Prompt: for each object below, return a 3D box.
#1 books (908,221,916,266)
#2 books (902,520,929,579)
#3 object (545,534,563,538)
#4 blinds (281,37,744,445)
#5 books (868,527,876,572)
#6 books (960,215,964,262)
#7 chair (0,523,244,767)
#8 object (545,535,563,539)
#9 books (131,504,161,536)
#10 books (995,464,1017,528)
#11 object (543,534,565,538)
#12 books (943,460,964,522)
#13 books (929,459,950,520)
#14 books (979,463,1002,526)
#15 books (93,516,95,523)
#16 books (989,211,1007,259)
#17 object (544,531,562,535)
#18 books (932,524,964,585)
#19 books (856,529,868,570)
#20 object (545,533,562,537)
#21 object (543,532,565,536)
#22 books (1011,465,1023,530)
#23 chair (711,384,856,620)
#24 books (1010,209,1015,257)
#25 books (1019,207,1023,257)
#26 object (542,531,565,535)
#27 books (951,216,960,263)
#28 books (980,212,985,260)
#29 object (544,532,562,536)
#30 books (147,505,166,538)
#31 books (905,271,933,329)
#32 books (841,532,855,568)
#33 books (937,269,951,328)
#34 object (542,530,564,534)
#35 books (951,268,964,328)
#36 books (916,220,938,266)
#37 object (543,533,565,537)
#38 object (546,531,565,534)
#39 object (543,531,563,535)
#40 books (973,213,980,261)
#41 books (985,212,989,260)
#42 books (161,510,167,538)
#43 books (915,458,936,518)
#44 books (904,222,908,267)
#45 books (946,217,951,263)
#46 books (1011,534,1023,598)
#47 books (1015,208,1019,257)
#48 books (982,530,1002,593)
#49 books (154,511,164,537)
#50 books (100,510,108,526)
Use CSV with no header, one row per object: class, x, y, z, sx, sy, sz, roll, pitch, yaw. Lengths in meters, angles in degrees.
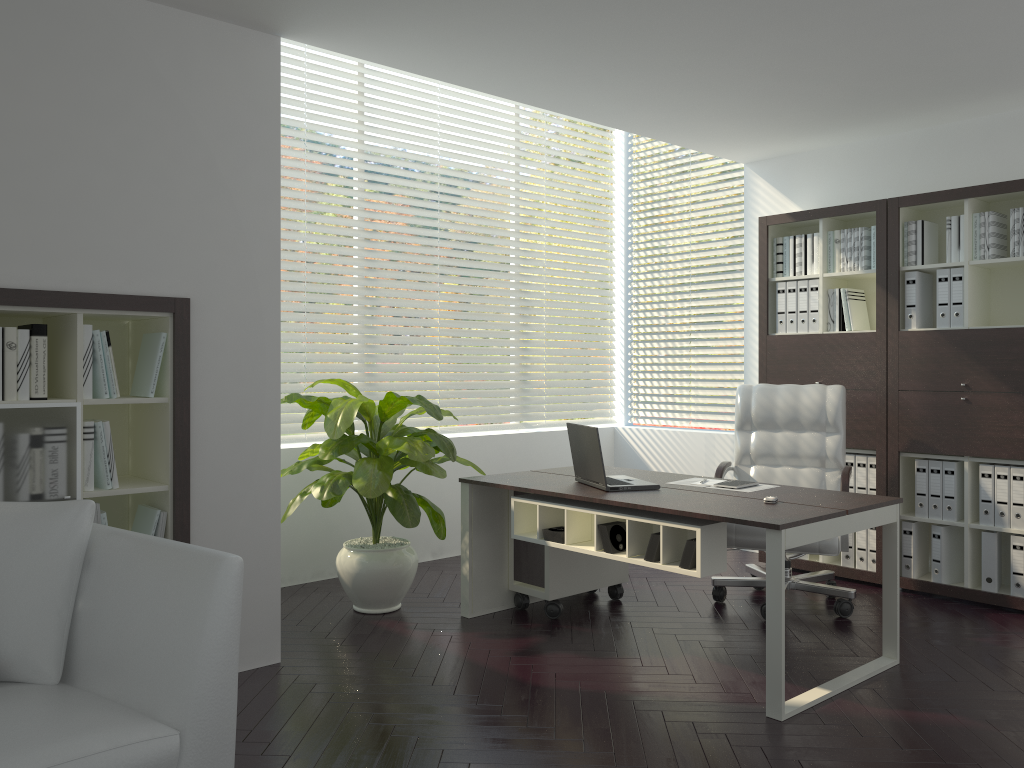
books,2.316,-0.788,5.054,0.207,0.258,0.040,0,0,-42
books,2.311,0.933,5.056,0.262,0.320,0.072,0,0,-43
object,0.232,0.690,4.085,0.133,0.002,0.119,-1,1,-42
blinds,-0.304,-1.794,6.017,3.918,4.265,1.219,0,0,-23
books,2.184,0.931,5.197,0.262,0.320,0.072,0,0,-40
books,2.508,-0.785,4.850,0.207,0.258,0.040,0,0,-42
chair,-1.345,0.806,1.933,0.944,0.816,1.155,0,1,38
object,0.233,0.695,4.084,0.133,0.002,0.119,-1,1,-42
books,-1.468,0.613,3.510,0.085,0.245,0.207,0,0,-42
books,2.640,0.584,4.692,0.262,0.320,0.072,0,0,-43
object,0.232,0.693,4.084,0.133,0.002,0.119,-1,1,-42
books,2.465,0.581,4.886,0.262,0.320,0.072,0,0,-41
books,2.414,0.580,4.943,0.262,0.320,0.072,0,0,-42
books,2.589,0.583,4.749,0.262,0.320,0.072,0,0,-42
books,-1.615,0.589,3.373,0.032,0.301,0.216,0,0,-42
books,2.600,-0.783,4.744,0.207,0.258,0.021,0,0,-42
object,0.229,0.677,4.088,0.133,0.002,0.119,-1,1,-42
books,2.443,0.936,4.906,0.262,0.320,0.072,0,0,-23
books,2.133,0.930,5.254,0.262,0.320,0.072,0,0,-42
object,0.231,0.686,4.086,0.133,0.002,0.119,-1,1,-42
object,0.230,0.684,4.087,0.133,0.002,0.119,-1,1,-42
books,2.691,0.585,4.635,0.262,0.320,0.072,0,0,-42
chair,1.455,0.586,4.736,0.725,1.166,0.829,0,0,23
books,2.668,-0.782,4.668,0.207,0.258,0.021,0,0,-42
books,2.698,-0.781,4.635,0.207,0.258,0.021,0,0,-42
object,0.229,0.679,4.088,0.133,0.002,0.119,-1,1,-42
books,2.480,-0.785,4.888,0.207,0.258,0.040,0,0,-42
books,2.570,-0.784,4.777,0.207,0.258,0.021,0,0,-42
object,0.230,0.682,4.087,0.133,0.002,0.119,-1,1,-42
books,-1.441,0.616,3.532,0.043,0.242,0.219,0,0,-42
books,2.324,-0.468,5.041,0.262,0.320,0.072,0,0,-42
books,2.040,0.928,5.350,0.072,0.320,0.262,0,0,27
books,2.441,-0.466,4.912,0.262,0.320,0.072,0,0,-42
object,0.228,0.675,4.089,0.133,0.002,0.119,-1,1,-42
books,2.493,-0.465,4.855,0.262,0.320,0.072,0,0,-41
books,2.350,-0.788,5.022,0.207,0.258,0.040,0,0,-42
object,0.231,0.688,4.085,0.133,0.002,0.119,-1,1,-42
object,0.229,0.677,4.088,0.133,0.002,0.119,-1,1,-42
object,0.229,0.679,4.088,0.133,0.002,0.119,-1,1,-42
books,2.554,-0.784,4.803,0.207,0.258,0.040,0,0,-42
books,2.585,-0.783,4.761,0.207,0.258,0.021,0,0,-42
books,-1.435,0.618,3.537,0.043,0.238,0.211,0,0,-42
books,2.362,0.579,4.999,0.262,0.320,0.072,0,0,-42
books,2.300,-0.789,5.084,0.207,0.258,0.021,0,0,-42
books,2.456,-0.786,4.911,0.207,0.258,0.021,0,0,-42
books,2.691,0.940,4.635,0.262,0.320,0.072,0,0,-42
books,2.683,-0.782,4.652,0.207,0.258,0.021,0,0,-42
books,2.586,0.938,4.754,0.072,0.320,0.261,0,0,39
books,-1.446,0.618,3.526,0.043,0.238,0.211,0,0,-42
books,-1.583,0.609,3.404,0.060,0.259,0.207,0,0,-42
